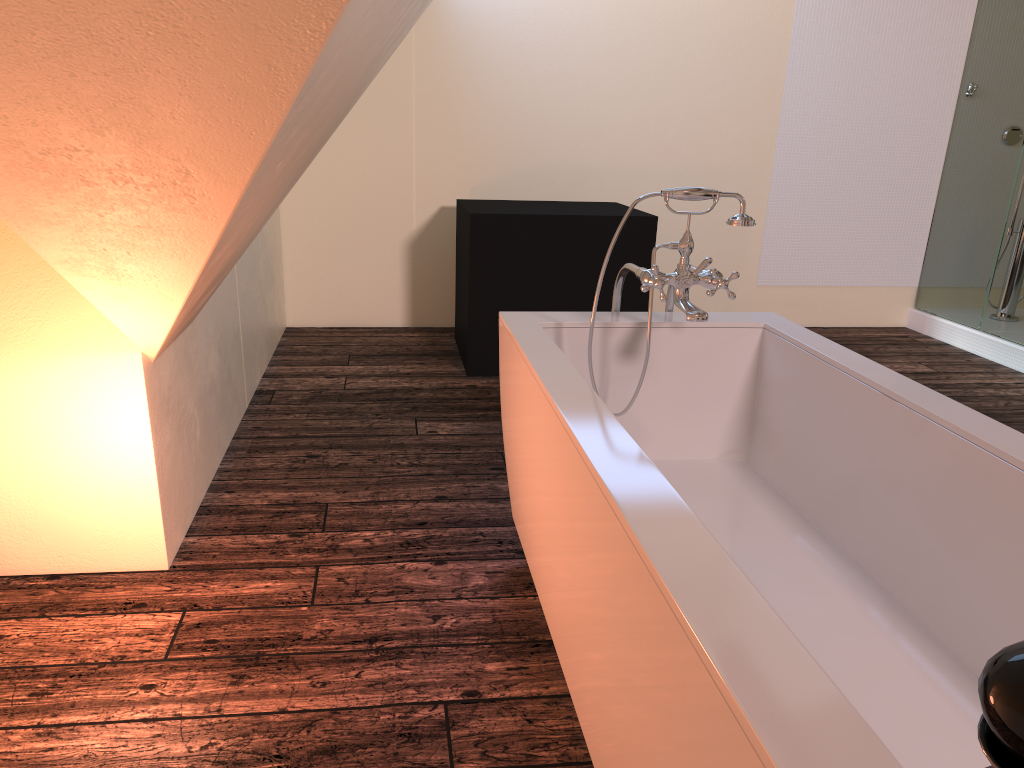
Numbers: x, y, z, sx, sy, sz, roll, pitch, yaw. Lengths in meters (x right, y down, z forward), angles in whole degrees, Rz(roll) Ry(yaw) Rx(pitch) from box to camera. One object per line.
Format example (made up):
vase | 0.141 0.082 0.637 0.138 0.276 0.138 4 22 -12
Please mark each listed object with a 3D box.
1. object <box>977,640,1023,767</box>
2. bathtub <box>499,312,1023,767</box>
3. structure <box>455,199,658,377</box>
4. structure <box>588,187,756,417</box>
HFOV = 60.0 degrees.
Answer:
object | 0.412 0.291 0.525 0.275 0.231 0.154 9 20 20
bathtub | 0.496 0.440 1.593 0.798 0.702 2.189 -1 18 -8
structure | 0.175 -0.563 4.534 0.869 0.871 0.791 -1 19 -8
structure | 0.399 -0.027 2.421 0.384 1.134 0.547 4 19 6
